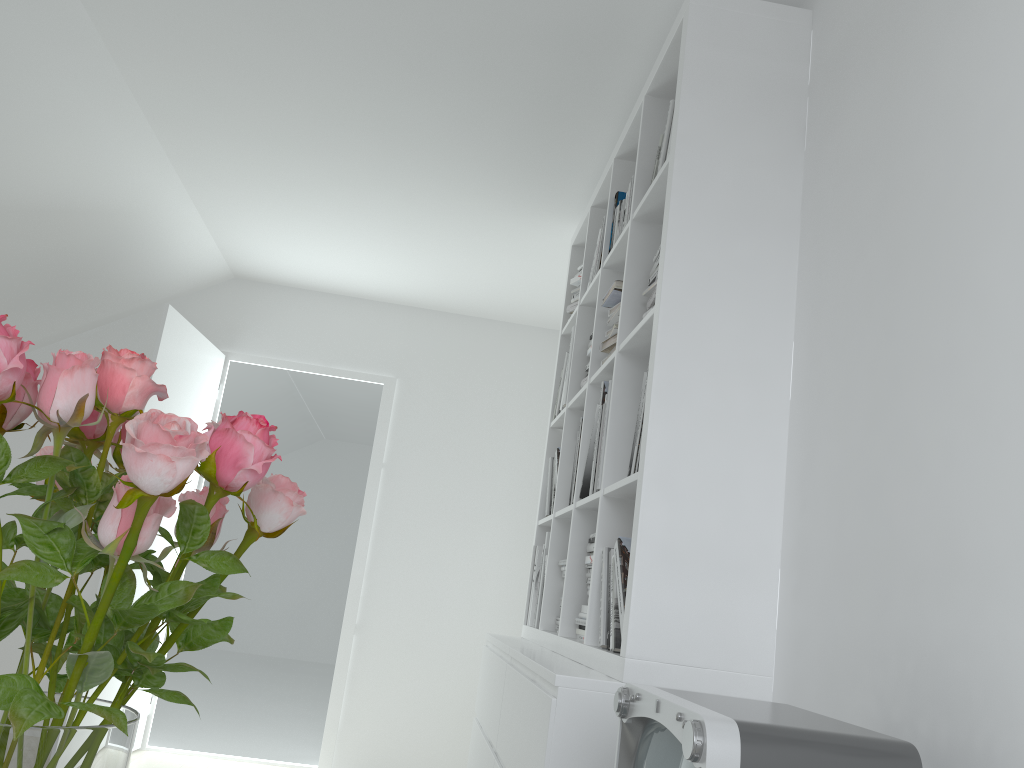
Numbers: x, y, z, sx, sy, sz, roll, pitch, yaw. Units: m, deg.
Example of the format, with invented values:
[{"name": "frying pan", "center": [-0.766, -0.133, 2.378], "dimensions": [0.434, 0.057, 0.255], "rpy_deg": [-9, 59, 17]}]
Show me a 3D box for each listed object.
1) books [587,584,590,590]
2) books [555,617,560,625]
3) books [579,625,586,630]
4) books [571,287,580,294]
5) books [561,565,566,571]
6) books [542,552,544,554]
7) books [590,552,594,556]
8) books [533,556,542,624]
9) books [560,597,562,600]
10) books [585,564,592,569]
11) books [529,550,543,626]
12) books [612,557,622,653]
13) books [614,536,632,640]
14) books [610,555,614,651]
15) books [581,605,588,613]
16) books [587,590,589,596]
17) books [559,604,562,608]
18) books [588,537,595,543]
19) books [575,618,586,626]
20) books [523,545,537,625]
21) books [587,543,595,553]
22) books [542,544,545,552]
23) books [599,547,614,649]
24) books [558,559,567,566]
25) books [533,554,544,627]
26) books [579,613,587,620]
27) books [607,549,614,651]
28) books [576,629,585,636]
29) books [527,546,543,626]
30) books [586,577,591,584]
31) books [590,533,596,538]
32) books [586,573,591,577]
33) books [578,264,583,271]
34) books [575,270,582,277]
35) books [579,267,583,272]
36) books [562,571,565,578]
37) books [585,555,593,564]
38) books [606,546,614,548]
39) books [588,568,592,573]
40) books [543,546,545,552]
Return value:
[{"name": "books", "center": [0.321, 0.558, 2.385], "dimensions": [0.182, 0.016, 0.288], "rpy_deg": [9, -14, -5]}, {"name": "books", "center": [0.246, 0.748, 2.737], "dimensions": [0.176, 0.025, 0.331], "rpy_deg": [9, -14, -5]}, {"name": "books", "center": [0.328, 0.669, 2.362], "dimensions": [0.251, 0.012, 0.312], "rpy_deg": [9, -14, -4]}, {"name": "books", "center": [0.358, -0.363, 3.390], "dimensions": [0.161, 0.012, 0.254], "rpy_deg": [14, -15, -24]}, {"name": "books", "center": [0.266, 0.586, 2.774], "dimensions": [0.182, 0.016, 0.288], "rpy_deg": [9, -14, -5]}, {"name": "books", "center": [0.176, 0.745, 3.169], "dimensions": [0.167, 0.263, 0.017], "rpy_deg": [9, -14, -5]}, {"name": "books", "center": [0.316, 0.470, 2.411], "dimensions": [0.161, 0.013, 0.254], "rpy_deg": [9, -14, -5]}, {"name": "books", "center": [0.169, 0.744, 3.153], "dimensions": [0.161, 0.254, 0.012], "rpy_deg": [9, -14, -5]}, {"name": "books", "center": [0.250, 0.676, 2.745], "dimensions": [0.161, 0.012, 0.254], "rpy_deg": [9, -14, -5]}, {"name": "books", "center": [0.302, 0.503, 2.408], "dimensions": [0.161, 0.013, 0.256], "rpy_deg": [9, -14, -5]}, {"name": "books", "center": [0.165, 0.757, 3.247], "dimensions": [0.174, 0.273, 0.021], "rpy_deg": [9, -14, -5]}, {"name": "books", "center": [0.306, 0.504, 2.002], "dimensions": [0.161, 0.213, 0.118], "rpy_deg": [9, -14, -5]}, {"name": "books", "center": [0.321, 0.469, 1.941], "dimensions": [0.176, 0.255, 0.226], "rpy_deg": [9, -14, -5]}, {"name": "books", "center": [0.307, 0.511, 2.041], "dimensions": [0.161, 0.218, 0.101], "rpy_deg": [9, -14, -5]}, {"name": "books", "center": [0.296, 0.615, 2.366], "dimensions": [0.174, 0.021, 0.273], "rpy_deg": [9, -14, -5]}, {"name": "books", "center": [0.319, 0.571, 2.371], "dimensions": [0.182, 0.016, 0.288], "rpy_deg": [9, -14, -5]}, {"name": "books", "center": [0.245, 0.697, 2.729], "dimensions": [0.161, 0.013, 0.256], "rpy_deg": [9, -14, -5]}, {"name": "books", "center": [0.313, 0.429, 2.404], "dimensions": [0.159, 0.012, 0.285], "rpy_deg": [9, -14, -5]}, {"name": "books", "center": [0.281, 0.645, 2.349], "dimensions": [0.182, 0.016, 0.288], "rpy_deg": [9, -14, -5]}, {"name": "books", "center": [0.151, 0.755, 3.281], "dimensions": [0.182, 0.288, 0.016], "rpy_deg": [9, -14, -5]}, {"name": "books", "center": [0.320, 0.450, 2.403], "dimensions": [0.176, 0.025, 0.331], "rpy_deg": [9, -14, -5]}, {"name": "books", "center": [0.185, 0.743, 3.228], "dimensions": [0.180, 0.296, 0.028], "rpy_deg": [9, -14, -5]}, {"name": "books", "center": [0.295, 0.515, 2.102], "dimensions": [0.172, 0.235, 0.112], "rpy_deg": [9, -14, -5]}, {"name": "books", "center": [0.257, 0.570, 2.783], "dimensions": [0.182, 0.016, 0.288], "rpy_deg": [9, -14, -5]}, {"name": "books", "center": [0.169, 0.737, 3.129], "dimensions": [0.161, 0.256, 0.013], "rpy_deg": [9, -14, -5]}, {"name": "books", "center": [0.293, 0.632, 2.360], "dimensions": [0.182, 0.016, 0.288], "rpy_deg": [9, -14, -5]}, {"name": "books", "center": [0.301, 0.510, 2.070], "dimensions": [0.152, 0.232, 0.104], "rpy_deg": [9, -14, -5]}, {"name": "books", "center": [0.317, 0.681, 2.361], "dimensions": [0.232, 0.014, 0.308], "rpy_deg": [10, -14, -7]}, {"name": "books", "center": [0.163, 0.753, 3.267], "dimensions": [0.182, 0.288, 0.016], "rpy_deg": [9, -14, -5]}, {"name": "books", "center": [0.308, 0.542, 2.396], "dimensions": [0.167, 0.017, 0.263], "rpy_deg": [9, -14, -5]}, {"name": "books", "center": [0.317, 0.421, 2.422], "dimensions": [0.161, 0.012, 0.254], "rpy_deg": [9, -14, -5]}, {"name": "books", "center": [0.303, 0.524, 2.392], "dimensions": [0.161, 0.012, 0.254], "rpy_deg": [9, -14, -5]}, {"name": "books", "center": [0.372, -0.467, 3.419], "dimensions": [0.161, 0.012, 0.254], "rpy_deg": [11, -14, -14]}, {"name": "books", "center": [0.377, -0.437, 3.401], "dimensions": [0.176, 0.025, 0.331], "rpy_deg": [11, -14, -14]}, {"name": "books", "center": [0.371, -0.458, 3.401], "dimensions": [0.159, 0.012, 0.285], "rpy_deg": [10, -14, -10]}, {"name": "books", "center": [0.264, 0.604, 2.768], "dimensions": [0.174, 0.021, 0.273], "rpy_deg": [9, -14, -5]}, {"name": "books", "center": [0.310, 0.484, 2.397], "dimensions": [0.174, 0.021, 0.273], "rpy_deg": [9, -14, -5]}, {"name": "books", "center": [0.301, 0.524, 2.145], "dimensions": [0.172, 0.239, 0.093], "rpy_deg": [9, -14, -5]}, {"name": "books", "center": [0.311, 0.511, 2.385], "dimensions": [0.159, 0.012, 0.285], "rpy_deg": [9, -14, -5]}, {"name": "books", "center": [0.187, 0.742, 3.205], "dimensions": [0.182, 0.288, 0.016], "rpy_deg": [9, -14, -5]}]
